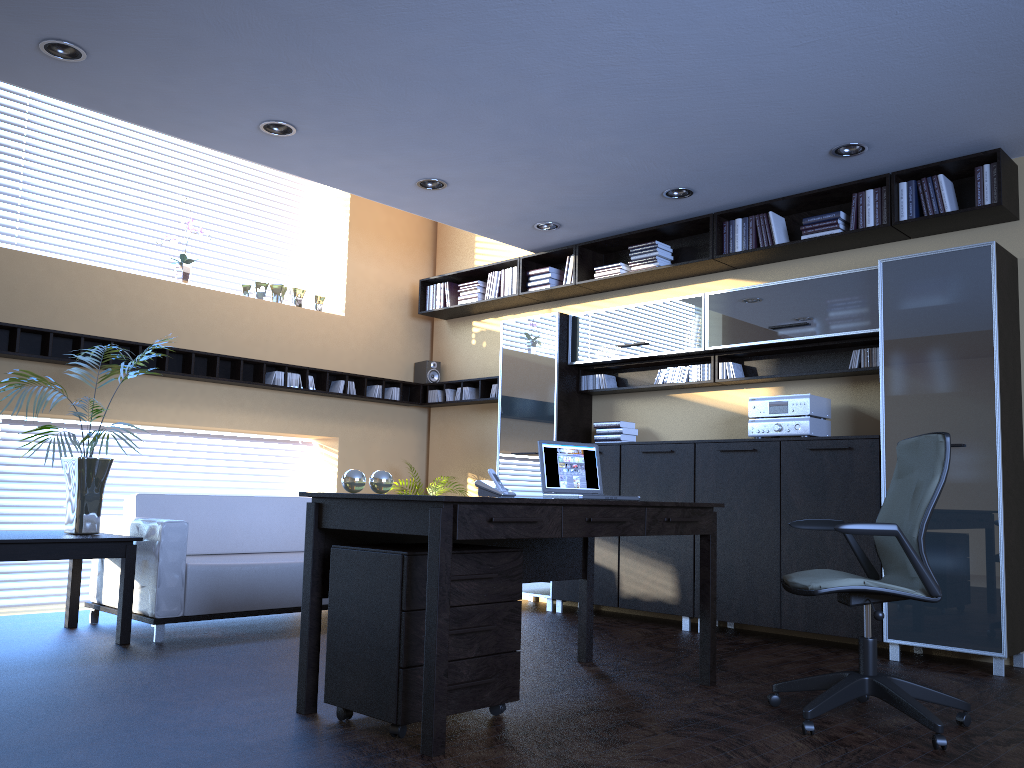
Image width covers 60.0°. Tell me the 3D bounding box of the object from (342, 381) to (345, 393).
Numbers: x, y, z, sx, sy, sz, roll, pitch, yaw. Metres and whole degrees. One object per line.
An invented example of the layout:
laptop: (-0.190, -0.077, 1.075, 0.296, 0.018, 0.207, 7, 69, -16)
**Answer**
object: (-1.579, 0.033, 8.080, 0.142, 0.119, 0.030, -5, -9, 43)

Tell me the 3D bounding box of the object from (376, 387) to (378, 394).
object: (-1.313, 0.074, 8.350, 0.142, 0.119, 0.030, -5, -9, 43)

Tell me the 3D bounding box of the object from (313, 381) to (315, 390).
object: (-1.795, -0.003, 7.844, 0.140, 0.115, 0.036, -5, -9, 44)

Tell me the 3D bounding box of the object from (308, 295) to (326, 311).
object: (-1.799, -0.731, 8.171, 0.118, 0.149, 0.124, -5, -9, 44)

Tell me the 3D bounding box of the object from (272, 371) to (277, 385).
object: (-2.051, -0.045, 7.575, 0.142, 0.120, 0.009, -5, -9, 43)

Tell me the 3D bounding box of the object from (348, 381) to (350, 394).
object: (-1.536, 0.038, 8.116, 0.142, 0.120, 0.009, -5, -9, 43)

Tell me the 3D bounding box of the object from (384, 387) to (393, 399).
object: (-1.195, 0.094, 8.468, 0.142, 0.118, 0.040, -5, -9, 43)

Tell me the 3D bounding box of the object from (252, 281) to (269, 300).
object: (-2.202, -0.801, 7.750, 0.133, 0.159, 0.126, 5, -7, -26)

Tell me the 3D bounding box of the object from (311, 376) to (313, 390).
object: (-1.807, -0.005, 7.835, 0.140, 0.117, 0.026, -5, -9, 43)

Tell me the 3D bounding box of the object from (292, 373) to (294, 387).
object: (-1.940, -0.028, 7.686, 0.142, 0.120, 0.009, -5, -9, 43)

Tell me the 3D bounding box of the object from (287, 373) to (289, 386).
object: (-1.973, -0.032, 7.660, 0.142, 0.120, 0.009, -5, -9, 43)

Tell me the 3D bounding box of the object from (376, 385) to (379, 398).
object: (-1.311, 0.074, 8.347, 0.140, 0.117, 0.026, -5, -9, 43)

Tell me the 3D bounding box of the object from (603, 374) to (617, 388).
object: (0.799, -0.014, 7.199, 0.040, 0.118, 0.142, -4, -9, 43)

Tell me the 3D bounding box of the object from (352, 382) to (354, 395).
object: (-1.507, 0.043, 8.145, 0.142, 0.119, 0.030, -5, -9, 43)

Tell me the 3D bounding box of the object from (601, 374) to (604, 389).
object: (0.783, -0.013, 7.219, 0.030, 0.119, 0.142, -4, -9, 43)

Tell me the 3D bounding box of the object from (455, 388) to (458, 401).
object: (-0.475, 0.106, 8.408, 0.040, 0.118, 0.142, -4, -9, 43)

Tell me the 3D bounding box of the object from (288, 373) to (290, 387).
object: (-1.969, -0.031, 7.671, 0.140, 0.118, 0.006, -5, -9, 43)

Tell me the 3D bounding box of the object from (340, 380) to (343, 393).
object: (-1.590, 0.030, 8.063, 0.142, 0.119, 0.030, -5, -9, 43)

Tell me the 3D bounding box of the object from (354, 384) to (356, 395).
object: (-1.491, 0.047, 8.164, 0.142, 0.118, 0.040, -5, -9, 43)

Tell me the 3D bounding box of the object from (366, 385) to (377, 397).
object: (-1.331, 0.073, 8.333, 0.142, 0.118, 0.040, -5, -9, 43)

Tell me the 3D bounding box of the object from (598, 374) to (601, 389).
object: (0.752, -0.011, 7.247, 0.009, 0.120, 0.142, -4, -9, 43)

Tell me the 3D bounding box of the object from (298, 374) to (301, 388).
object: (-1.888, -0.017, 7.753, 0.142, 0.122, 0.041, -5, -9, 43)

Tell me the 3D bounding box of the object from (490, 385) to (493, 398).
object: (-0.136, 0.074, 8.087, 0.040, 0.118, 0.142, -4, -9, 43)

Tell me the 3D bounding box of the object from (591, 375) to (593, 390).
object: (0.699, -0.006, 7.293, 0.009, 0.120, 0.142, -4, -9, 43)

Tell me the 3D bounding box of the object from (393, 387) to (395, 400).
object: (-1.171, 0.096, 8.492, 0.142, 0.120, 0.009, -5, -9, 43)

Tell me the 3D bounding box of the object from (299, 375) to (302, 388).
object: (-1.886, -0.017, 7.752, 0.142, 0.118, 0.040, -5, -9, 43)

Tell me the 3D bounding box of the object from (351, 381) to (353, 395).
object: (-1.512, 0.041, 8.135, 0.142, 0.119, 0.030, -5, -9, 43)

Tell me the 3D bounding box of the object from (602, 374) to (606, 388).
object: (0.786, -0.014, 7.207, 0.030, 0.119, 0.142, -4, -9, 43)

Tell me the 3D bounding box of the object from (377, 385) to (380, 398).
object: (-1.305, 0.075, 8.356, 0.142, 0.119, 0.030, -5, -9, 43)

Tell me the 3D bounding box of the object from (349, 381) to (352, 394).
object: (-1.521, 0.041, 8.130, 0.142, 0.119, 0.030, -5, -9, 43)

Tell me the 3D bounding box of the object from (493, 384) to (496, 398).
object: (-0.110, 0.071, 8.063, 0.030, 0.119, 0.142, -4, -9, 43)

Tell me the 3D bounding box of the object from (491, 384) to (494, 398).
object: (-0.125, 0.072, 8.077, 0.030, 0.119, 0.142, -4, -9, 43)

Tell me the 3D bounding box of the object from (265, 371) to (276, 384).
object: (-2.069, -0.047, 7.558, 0.142, 0.118, 0.040, -5, -9, 43)

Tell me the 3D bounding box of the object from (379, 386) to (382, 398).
object: (-1.283, 0.078, 8.379, 0.142, 0.120, 0.009, -5, -9, 43)

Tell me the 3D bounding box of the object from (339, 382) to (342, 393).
object: (-1.597, 0.029, 8.055, 0.140, 0.117, 0.026, -5, -9, 43)

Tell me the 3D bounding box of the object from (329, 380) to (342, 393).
object: (-1.605, 0.028, 8.043, 0.142, 0.118, 0.040, -5, -9, 43)

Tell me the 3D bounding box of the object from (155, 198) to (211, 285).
object: (-2.658, -1.142, 7.297, 0.352, 0.693, 0.438, -1, -7, 23)

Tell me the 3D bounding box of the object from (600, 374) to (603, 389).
object: (0.773, -0.013, 7.223, 0.030, 0.119, 0.142, -4, -9, 43)

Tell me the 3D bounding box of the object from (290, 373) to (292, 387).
object: (-1.948, -0.029, 7.680, 0.142, 0.120, 0.009, -5, -9, 43)

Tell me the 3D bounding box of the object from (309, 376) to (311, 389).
object: (-1.819, -0.008, 7.818, 0.142, 0.119, 0.030, -5, -9, 43)

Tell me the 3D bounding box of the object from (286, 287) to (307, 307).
object: (-1.956, -0.768, 8.009, 0.137, 0.173, 0.145, -3, -8, 34)

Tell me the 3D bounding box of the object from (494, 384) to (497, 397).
object: (-0.103, 0.070, 8.056, 0.030, 0.119, 0.142, -4, -9, 43)

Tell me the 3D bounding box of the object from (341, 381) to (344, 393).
object: (-1.585, 0.031, 8.071, 0.140, 0.117, 0.026, -5, -9, 43)

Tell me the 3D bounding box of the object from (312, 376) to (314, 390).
object: (-1.796, -0.003, 7.845, 0.142, 0.118, 0.040, -5, -9, 43)

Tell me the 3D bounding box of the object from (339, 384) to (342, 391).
object: (-1.598, 0.029, 8.057, 0.142, 0.119, 0.030, -5, -9, 43)

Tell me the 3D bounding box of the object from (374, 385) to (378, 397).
object: (-1.322, 0.073, 8.345, 0.142, 0.119, 0.030, -5, -9, 43)

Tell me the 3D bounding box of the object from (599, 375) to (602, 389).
object: (0.765, -0.012, 7.229, 0.026, 0.117, 0.140, -4, -9, 43)

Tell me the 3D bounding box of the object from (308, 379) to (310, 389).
object: (-1.826, -0.009, 7.810, 0.142, 0.119, 0.030, -5, -9, 43)

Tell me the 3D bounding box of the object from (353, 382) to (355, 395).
object: (-1.497, 0.044, 8.150, 0.140, 0.117, 0.026, -5, -9, 43)

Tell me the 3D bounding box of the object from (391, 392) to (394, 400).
object: (-1.182, 0.095, 8.489, 0.142, 0.120, 0.009, -5, -9, 43)

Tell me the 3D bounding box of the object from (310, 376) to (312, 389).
object: (-1.814, -0.006, 7.827, 0.142, 0.119, 0.030, -5, -9, 43)

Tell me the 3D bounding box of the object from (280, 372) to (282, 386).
object: (-2.022, -0.039, 7.617, 0.142, 0.120, 0.009, -5, -8, 43)

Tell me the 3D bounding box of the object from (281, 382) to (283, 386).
object: (-2.012, -0.038, 7.622, 0.142, 0.120, 0.009, -5, -9, 43)

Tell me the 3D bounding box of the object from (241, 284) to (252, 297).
object: (-2.293, -0.793, 7.653, 0.089, 0.113, 0.095, 3, -7, -11)

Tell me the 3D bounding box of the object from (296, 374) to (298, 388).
object: (-1.914, -0.023, 7.717, 0.142, 0.120, 0.009, -5, -9, 43)

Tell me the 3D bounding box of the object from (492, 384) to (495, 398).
object: (-0.118, 0.071, 8.070, 0.030, 0.119, 0.142, -4, -9, 43)

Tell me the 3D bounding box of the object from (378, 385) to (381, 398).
object: (-1.296, 0.076, 8.362, 0.142, 0.119, 0.030, -5, -9, 43)

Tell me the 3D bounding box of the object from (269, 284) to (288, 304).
object: (-2.081, -0.788, 7.882, 0.137, 0.173, 0.145, 1, -6, 4)

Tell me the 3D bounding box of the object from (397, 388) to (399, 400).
object: (-1.141, 0.100, 8.520, 0.142, 0.120, 0.009, -5, -9, 43)
